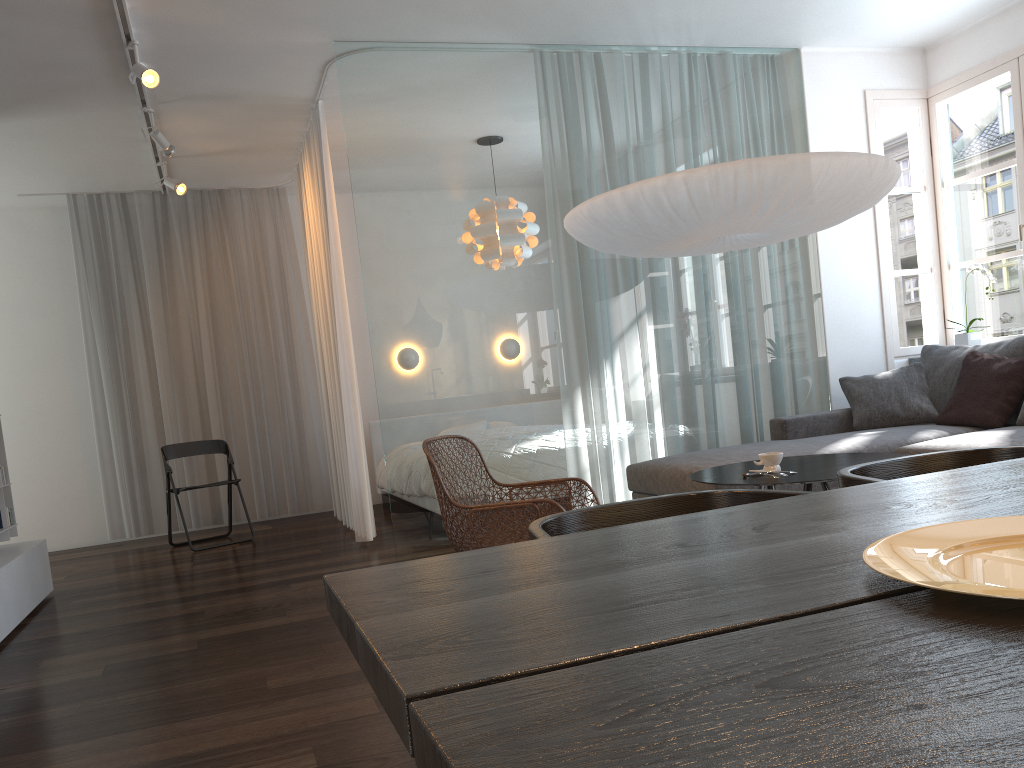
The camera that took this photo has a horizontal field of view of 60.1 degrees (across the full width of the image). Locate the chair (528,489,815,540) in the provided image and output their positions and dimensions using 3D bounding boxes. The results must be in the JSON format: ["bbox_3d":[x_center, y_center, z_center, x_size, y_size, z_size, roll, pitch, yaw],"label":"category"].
[{"bbox_3d":[0.312,0.535,1.369,0.591,0.674,0.519,-7,2,-20],"label":"chair"}]

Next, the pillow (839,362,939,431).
[{"bbox_3d":[2.186,0.074,5.152,0.516,0.361,0.345,-6,2,21],"label":"pillow"}]

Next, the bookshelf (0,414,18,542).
[{"bbox_3d":[-2.756,-0.186,4.043,0.226,2.082,2.084,-8,2,-18],"label":"bookshelf"}]

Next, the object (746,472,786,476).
[{"bbox_3d":[0.936,0.331,3.260,0.025,0.016,0.164,-7,0,-43],"label":"object"}]

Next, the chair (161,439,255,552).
[{"bbox_3d":[-2.284,0.811,6.591,0.498,0.778,0.562,-8,3,-38],"label":"chair"}]

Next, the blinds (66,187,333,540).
[{"bbox_3d":[-2.514,-0.203,7.227,1.803,2.746,0.152,-7,4,-16],"label":"blinds"}]

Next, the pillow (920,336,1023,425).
[{"bbox_3d":[2.560,-0.007,4.956,0.274,0.479,0.836,-7,1,-18],"label":"pillow"}]

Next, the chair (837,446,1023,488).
[{"bbox_3d":[0.890,0.471,1.557,0.591,0.674,0.519,-7,2,-17],"label":"chair"}]

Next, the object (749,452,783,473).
[{"bbox_3d":[0.964,0.302,3.363,0.139,0.069,0.091,-6,1,-6],"label":"object"}]

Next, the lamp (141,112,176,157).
[{"bbox_3d":[-2.090,-1.481,5.228,0.085,0.241,0.249,-6,2,12],"label":"lamp"}]

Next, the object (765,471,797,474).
[{"bbox_3d":[0.993,0.327,3.270,0.124,0.010,0.026,-7,0,38],"label":"object"}]

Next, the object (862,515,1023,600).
[{"bbox_3d":[0.500,0.153,0.778,0.355,0.017,0.356,-6,0,-15],"label":"object"}]

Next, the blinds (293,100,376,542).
[{"bbox_3d":[-1.298,-0.340,6.300,0.153,2.746,1.806,-7,3,-16],"label":"blinds"}]

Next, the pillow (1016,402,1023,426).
[{"bbox_3d":[2.706,-0.005,4.104,0.291,0.398,0.667,-7,1,-18],"label":"pillow"}]

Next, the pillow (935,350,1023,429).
[{"bbox_3d":[2.495,0.023,4.667,0.310,0.405,0.521,-7,1,-16],"label":"pillow"}]

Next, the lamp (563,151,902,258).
[{"bbox_3d":[0.974,-0.744,4.018,1.473,0.211,1.463,-6,0,18],"label":"lamp"}]

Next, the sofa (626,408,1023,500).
[{"bbox_3d":[2.067,0.356,3.836,2.034,0.674,3.068,-6,0,-18],"label":"sofa"}]

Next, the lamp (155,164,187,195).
[{"bbox_3d":[-2.419,-1.437,6.228,0.251,0.241,0.084,-6,3,14],"label":"lamp"}]

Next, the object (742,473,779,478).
[{"bbox_3d":[0.906,0.335,3.231,0.014,0.015,0.168,-7,0,-31],"label":"object"}]

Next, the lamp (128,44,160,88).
[{"bbox_3d":[-1.796,-1.521,4.249,0.251,0.241,0.084,-5,3,38],"label":"lamp"}]

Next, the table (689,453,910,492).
[{"bbox_3d":[1.139,0.555,3.423,0.845,0.474,0.847,-7,1,-16],"label":"table"}]

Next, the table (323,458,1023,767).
[{"bbox_3d":[1.141,0.435,1.038,2.493,0.682,1.107,-6,1,-18],"label":"table"}]

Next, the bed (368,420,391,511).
[{"bbox_3d":[0.042,0.559,6.872,2.160,0.765,2.442,-6,0,-18],"label":"bed"}]

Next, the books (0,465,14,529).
[{"bbox_3d":[-2.768,0.617,4.555,0.114,0.350,1.133,-7,0,-18],"label":"books"}]

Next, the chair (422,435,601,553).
[{"bbox_3d":[0.007,0.556,3.906,0.687,0.712,0.715,-6,2,14],"label":"chair"}]
